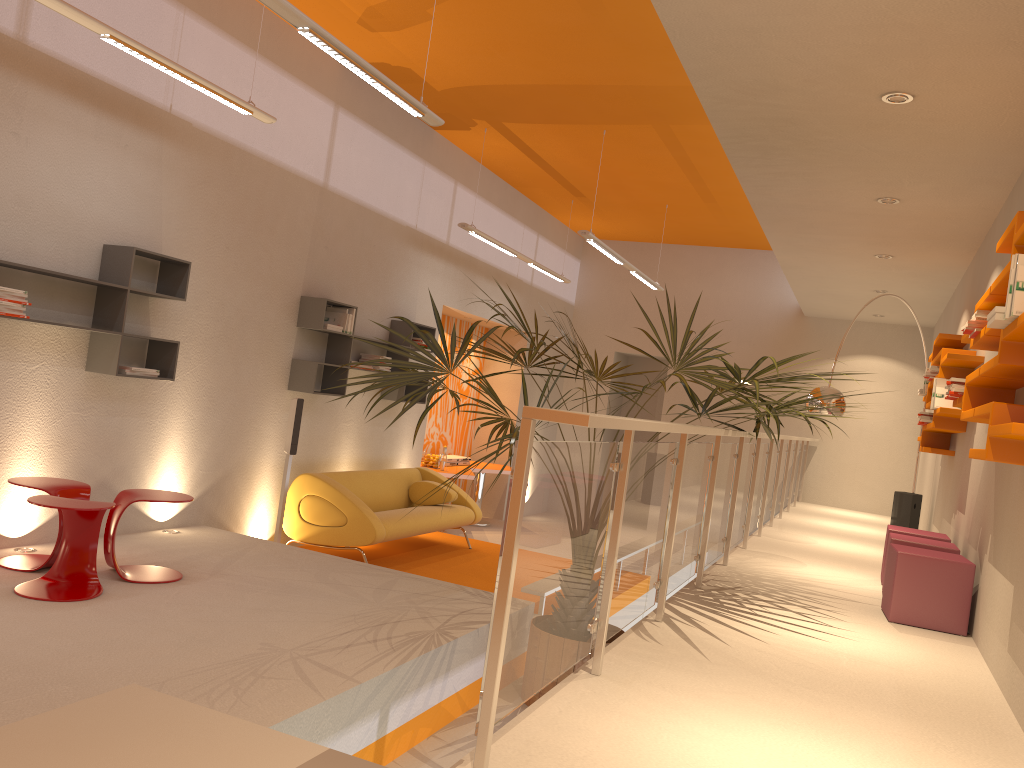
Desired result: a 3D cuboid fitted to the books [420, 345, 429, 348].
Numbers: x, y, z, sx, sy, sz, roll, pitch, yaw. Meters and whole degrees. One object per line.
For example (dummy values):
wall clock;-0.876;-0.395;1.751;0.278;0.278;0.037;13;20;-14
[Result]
books;-0.966;-0.385;8.927;0.190;0.015;0.254;8;-1;18

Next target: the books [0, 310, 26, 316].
books;-2.735;-0.390;4.652;0.190;0.011;0.268;8;-1;19

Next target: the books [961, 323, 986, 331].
books;2.228;-0.249;4.095;0.254;0.015;0.190;8;-1;18

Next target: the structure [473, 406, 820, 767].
structure;2.085;0.857;7.245;0.195;0.900;11.050;8;-1;22

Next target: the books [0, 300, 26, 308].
books;-2.737;-0.435;4.656;0.230;0.017;0.227;8;-1;12

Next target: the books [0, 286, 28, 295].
books;-2.727;-0.505;4.657;0.230;0.017;0.227;8;-1;12

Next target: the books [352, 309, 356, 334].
books;-1.479;-0.554;7.735;0.230;0.227;0.017;8;-1;22

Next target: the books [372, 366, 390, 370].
books;-1.277;-0.155;8.277;0.190;0.015;0.254;8;-1;13

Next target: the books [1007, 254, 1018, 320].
books;1.813;-0.318;2.991;0.230;0.227;0.017;8;-1;22

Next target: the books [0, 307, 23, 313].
books;-2.735;-0.403;4.642;0.190;0.015;0.254;8;-1;13

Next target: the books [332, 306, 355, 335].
books;-1.480;-0.554;7.716;0.230;0.227;0.017;8;-1;22

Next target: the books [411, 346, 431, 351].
books;-0.974;-0.361;8.914;0.210;0.013;0.297;8;-1;22

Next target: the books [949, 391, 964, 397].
books;2.358;0.065;4.490;0.254;0.015;0.190;8;-1;29

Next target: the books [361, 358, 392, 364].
books;-1.268;-0.212;8.287;0.190;0.011;0.268;8;-1;19

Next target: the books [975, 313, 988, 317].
books;2.251;-0.293;4.105;0.190;0.015;0.254;8;-1;29

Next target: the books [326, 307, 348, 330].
books;-1.520;-0.552;7.651;0.207;0.210;0.021;8;-1;22

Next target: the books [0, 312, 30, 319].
books;-2.735;-0.378;4.655;0.210;0.013;0.297;8;-1;17

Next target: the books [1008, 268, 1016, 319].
books;1.791;-0.293;2.944;0.230;0.169;0.027;8;-1;22

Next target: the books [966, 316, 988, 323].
books;2.246;-0.278;4.101;0.227;0.017;0.230;8;-1;17

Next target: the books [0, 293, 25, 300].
books;-2.725;-0.474;4.643;0.190;0.015;0.254;8;-1;13

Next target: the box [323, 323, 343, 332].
box;-1.590;-0.482;7.486;0.232;0.047;0.232;8;-1;22

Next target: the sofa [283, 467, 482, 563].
sofa;-1.097;1.173;8.090;0.929;0.706;2.081;8;-1;22

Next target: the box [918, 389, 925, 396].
box;3.632;0.084;7.649;0.232;0.047;0.232;8;-1;22

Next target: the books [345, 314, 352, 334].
books;-1.502;-0.529;7.669;0.230;0.169;0.027;8;-1;22

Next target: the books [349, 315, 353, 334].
books;-1.499;-0.528;7.698;0.230;0.169;0.027;8;-1;22

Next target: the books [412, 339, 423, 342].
books;-0.951;-0.431;8.910;0.254;0.015;0.190;8;-1;29

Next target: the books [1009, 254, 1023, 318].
books;1.773;-0.316;2.927;0.207;0.210;0.021;8;-1;22

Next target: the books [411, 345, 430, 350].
books;-0.970;-0.372;8.917;0.190;0.011;0.268;8;-1;24

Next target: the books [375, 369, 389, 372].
books;-1.277;-0.129;8.290;0.210;0.013;0.297;8;-1;17

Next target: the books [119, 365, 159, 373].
books;-2.405;-0.100;5.615;0.230;0.017;0.227;8;-1;22

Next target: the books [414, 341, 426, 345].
books;-0.957;-0.415;8.913;0.230;0.017;0.226;8;-1;17

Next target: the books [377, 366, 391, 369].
books;-1.270;-0.169;8.283;0.190;0.015;0.254;8;-1;19

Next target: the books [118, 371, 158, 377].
books;-2.406;-0.069;5.600;0.190;0.015;0.254;8;-1;23

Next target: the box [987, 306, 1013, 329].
box;1.822;-0.225;3.135;0.232;0.047;0.232;8;-1;22

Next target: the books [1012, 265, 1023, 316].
books;1.772;-0.296;2.892;0.230;0.169;0.023;8;-1;22

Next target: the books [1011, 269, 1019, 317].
books;1.765;-0.291;2.911;0.207;0.156;0.009;8;-1;22

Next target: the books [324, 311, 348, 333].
books;-1.521;-0.532;7.617;0.230;0.169;0.023;8;-1;22

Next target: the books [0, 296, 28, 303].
books;-2.725;-0.460;4.653;0.190;0.011;0.268;8;-1;19

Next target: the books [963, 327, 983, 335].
books;2.236;-0.235;4.092;0.268;0.011;0.190;8;-1;24

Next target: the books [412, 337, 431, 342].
books;-0.957;-0.448;8.900;0.226;0.017;0.230;8;-1;22

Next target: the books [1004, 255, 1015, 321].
books;1.814;-0.318;3.010;0.230;0.227;0.017;8;-1;22

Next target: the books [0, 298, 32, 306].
books;-2.725;-0.448;4.656;0.210;0.013;0.297;8;-1;17

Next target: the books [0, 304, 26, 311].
books;-2.728;-0.417;4.649;0.190;0.015;0.254;8;-1;19

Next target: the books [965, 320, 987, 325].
books;2.236;-0.263;4.090;0.254;0.015;0.190;8;-1;24

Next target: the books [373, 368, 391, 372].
books;-1.278;-0.141;8.286;0.190;0.011;0.268;8;-1;19

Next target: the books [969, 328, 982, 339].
books;2.237;-0.222;4.084;0.210;0.013;0.297;8;-1;22

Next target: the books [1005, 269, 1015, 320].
books;1.794;-0.292;2.973;0.230;0.169;0.027;8;-1;22

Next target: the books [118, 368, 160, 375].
books;-2.397;-0.083;5.606;0.190;0.015;0.254;8;-1;29

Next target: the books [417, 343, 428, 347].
books;-0.970;-0.401;8.921;0.190;0.015;0.254;8;-1;24

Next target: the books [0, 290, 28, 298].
books;-2.718;-0.488;4.650;0.190;0.015;0.254;8;-1;19

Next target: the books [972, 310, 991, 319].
books;2.264;-0.308;4.096;0.230;0.017;0.226;8;-1;22
